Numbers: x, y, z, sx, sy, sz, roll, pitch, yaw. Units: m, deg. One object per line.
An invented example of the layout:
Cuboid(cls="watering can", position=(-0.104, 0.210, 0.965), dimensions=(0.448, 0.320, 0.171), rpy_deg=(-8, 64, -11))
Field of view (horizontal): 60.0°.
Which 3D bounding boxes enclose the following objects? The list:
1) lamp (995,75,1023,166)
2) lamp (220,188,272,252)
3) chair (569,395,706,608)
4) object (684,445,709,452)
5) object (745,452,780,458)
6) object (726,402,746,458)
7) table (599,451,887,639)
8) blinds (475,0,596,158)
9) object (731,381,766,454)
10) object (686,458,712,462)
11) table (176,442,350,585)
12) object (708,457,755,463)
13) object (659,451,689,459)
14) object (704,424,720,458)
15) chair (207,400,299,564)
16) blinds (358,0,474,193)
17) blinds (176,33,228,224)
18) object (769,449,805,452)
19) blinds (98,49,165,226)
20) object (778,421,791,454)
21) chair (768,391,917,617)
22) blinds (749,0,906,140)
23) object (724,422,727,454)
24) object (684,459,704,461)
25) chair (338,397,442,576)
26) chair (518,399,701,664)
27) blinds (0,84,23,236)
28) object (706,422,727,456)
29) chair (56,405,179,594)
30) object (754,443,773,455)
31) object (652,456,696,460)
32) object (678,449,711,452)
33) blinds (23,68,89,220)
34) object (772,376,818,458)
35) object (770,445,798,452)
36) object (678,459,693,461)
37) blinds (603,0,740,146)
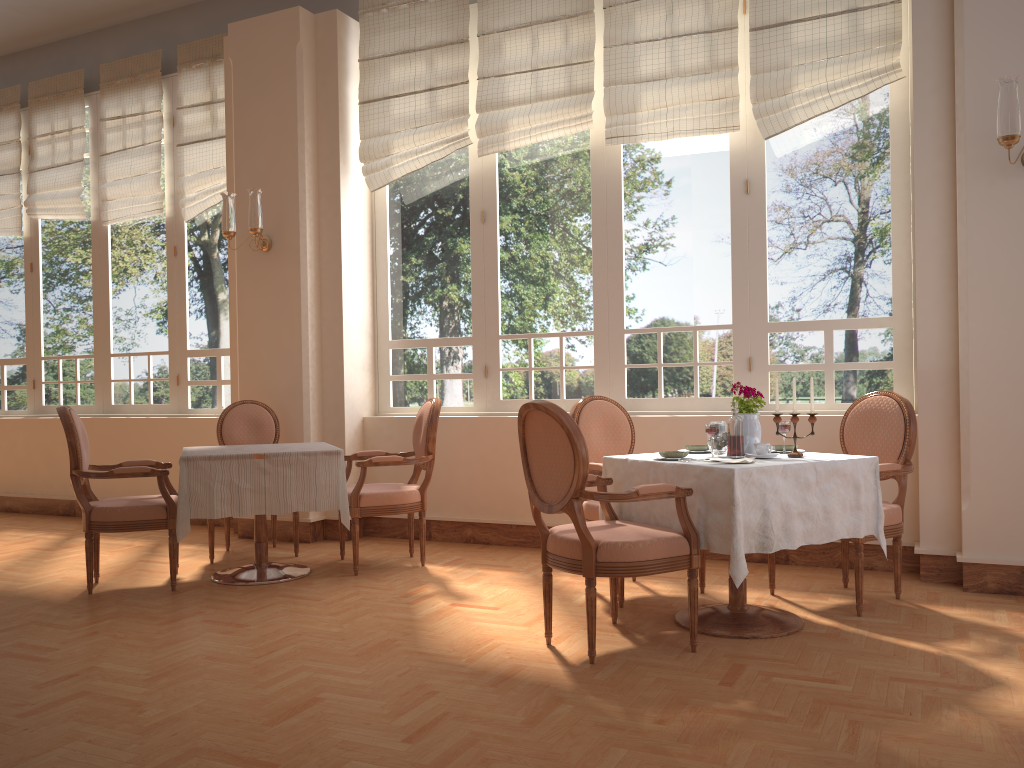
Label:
Cuboid(cls="lamp", position=(2.253, -1.123, 3.809), dimensions=(0.320, 0.362, 0.274), rpy_deg=(-1, 0, 26))
Cuboid(cls="lamp", position=(-1.676, -1.042, 5.700), dimensions=(0.320, 0.362, 0.274), rpy_deg=(-1, 0, 26))
Cuboid(cls="chair", position=(0.554, 0.519, 4.227), dimensions=(0.521, 0.931, 0.593), rpy_deg=(-1, 0, -31))
Cuboid(cls="object", position=(0.813, 0.283, 3.880), dimensions=(0.117, 0.024, 0.117), rpy_deg=(-1, 0, 5))
Cuboid(cls="object", position=(0.991, 0.283, 3.516), dimensions=(0.119, 0.016, 0.119), rpy_deg=(-1, 0, -45))
Cuboid(cls="object", position=(0.889, 0.182, 3.528), dimensions=(0.074, 0.222, 0.074), rpy_deg=(-1, 0, 5))
Cuboid(cls="table", position=(0.919, 0.633, 3.629), dimensions=(0.829, 0.680, 0.836), rpy_deg=(-1, 0, -31))
Cuboid(cls="blinds", position=(0.119, -2.030, 5.315), dimensions=(0.787, 1.235, 0.085), rpy_deg=(-1, 0, 26))
Cuboid(cls="object", position=(0.972, 0.140, 3.639), dimensions=(0.143, 0.302, 0.124), rpy_deg=(-1, 0, 24))
Cuboid(cls="object", position=(0.720, 0.292, 3.411), dimensions=(0.125, 0.006, 0.027), rpy_deg=(-1, 0, -31))
Cuboid(cls="table", position=(-1.344, 0.682, 4.740), dimensions=(0.829, 0.677, 0.831), rpy_deg=(-1, 0, -19))
Cuboid(cls="object", position=(0.848, 0.286, 3.308), dimensions=(0.234, 0.012, 0.095), rpy_deg=(-1, 0, -26))
Cuboid(cls="object", position=(0.645, 0.284, 3.535), dimensions=(0.117, 0.024, 0.117), rpy_deg=(-1, 0, 36))
Cuboid(cls="object", position=(0.803, 0.227, 3.550), dimensions=(0.062, 0.135, 0.062), rpy_deg=(-1, 0, -33))
Cuboid(cls="chair", position=(-1.588, 0.564, 5.394), dimensions=(0.521, 0.931, 0.593), rpy_deg=(-1, 0, -20))
Cuboid(cls="blinds", position=(-0.626, -1.944, 5.672), dimensions=(0.843, 1.376, 0.072), rpy_deg=(-1, 0, 26))
Cuboid(cls="blinds", position=(-2.234, -1.910, 6.616), dimensions=(0.699, 1.376, 0.072), rpy_deg=(-1, 0, 26))
Cuboid(cls="object", position=(1.163, 0.286, 3.792), dimensions=(0.171, 0.005, 0.171), rpy_deg=(-1, 0, -14))
Cuboid(cls="blinds", position=(-3.010, -1.931, 6.976), dimensions=(0.689, 1.301, 0.054), rpy_deg=(-1, 0, 26))
Cuboid(cls="object", position=(1.134, 0.222, 3.696), dimensions=(0.062, 0.135, 0.062), rpy_deg=(-1, 0, -33))
Cuboid(cls="chair", position=(1.519, 0.500, 4.008), dimensions=(0.593, 0.931, 0.521), rpy_deg=(-1, 0, -31))
Cuboid(cls="blinds", position=(1.621, -1.991, 4.600), dimensions=(0.766, 1.376, 0.072), rpy_deg=(-1, 0, 26))
Cuboid(cls="object", position=(0.877, 0.227, 3.743), dimensions=(0.062, 0.135, 0.062), rpy_deg=(-1, 0, -33))
Cuboid(cls="object", position=(0.705, 0.295, 3.432), dimensions=(0.125, 0.002, 0.016), rpy_deg=(-1, 0, -30))
Cuboid(cls="chair", position=(-0.686, 0.545, 4.990), dimensions=(0.593, 0.931, 0.521), rpy_deg=(-1, 0, -20))
Cuboid(cls="chair", position=(0.329, 0.518, 3.309), dimensions=(0.593, 0.931, 0.521), rpy_deg=(-1, 0, -31))
Cuboid(cls="blinds", position=(-4.488, -1.905, 7.694), dimensions=(0.689, 1.293, 0.038), rpy_deg=(-1, 0, 26))
Cuboid(cls="object", position=(0.848, 0.225, 3.651), dimensions=(0.093, 0.138, 0.093), rpy_deg=(-1, 0, -36))
Cuboid(cls="chair", position=(-1.990, 0.567, 4.538), dimensions=(0.593, 0.931, 0.521), rpy_deg=(-1, 0, -20))
Cuboid(cls="object", position=(0.991, 0.259, 3.509), dimensions=(0.062, 0.049, 0.078), rpy_deg=(-1, 0, -2))
Cuboid(cls="object", position=(0.645, 0.294, 3.534), dimensions=(0.171, 0.005, 0.171), rpy_deg=(-1, 0, -27))
Cuboid(cls="object", position=(0.812, 0.293, 3.880), dimensions=(0.171, 0.005, 0.171), rpy_deg=(-1, 0, -34))
Cuboid(cls="blinds", position=(-3.784, -1.948, 7.339), dimensions=(0.699, 1.235, 0.085), rpy_deg=(-1, 0, 26))
Cuboid(cls="object", position=(1.127, 0.129, 3.534), dimensions=(0.177, 0.325, 0.059), rpy_deg=(-1, 0, 24))
Cuboid(cls="object", position=(1.163, 0.276, 3.792), dimensions=(0.117, 0.024, 0.117), rpy_deg=(-1, 0, -23))
Cuboid(cls="object", position=(0.697, 0.294, 3.452), dimensions=(0.127, 0.004, 0.013), rpy_deg=(-1, 0, -30))
Cuboid(cls="blinds", position=(0.877, -2.013, 4.957), dimensions=(0.774, 1.301, 0.054), rpy_deg=(-1, 0, 26))
